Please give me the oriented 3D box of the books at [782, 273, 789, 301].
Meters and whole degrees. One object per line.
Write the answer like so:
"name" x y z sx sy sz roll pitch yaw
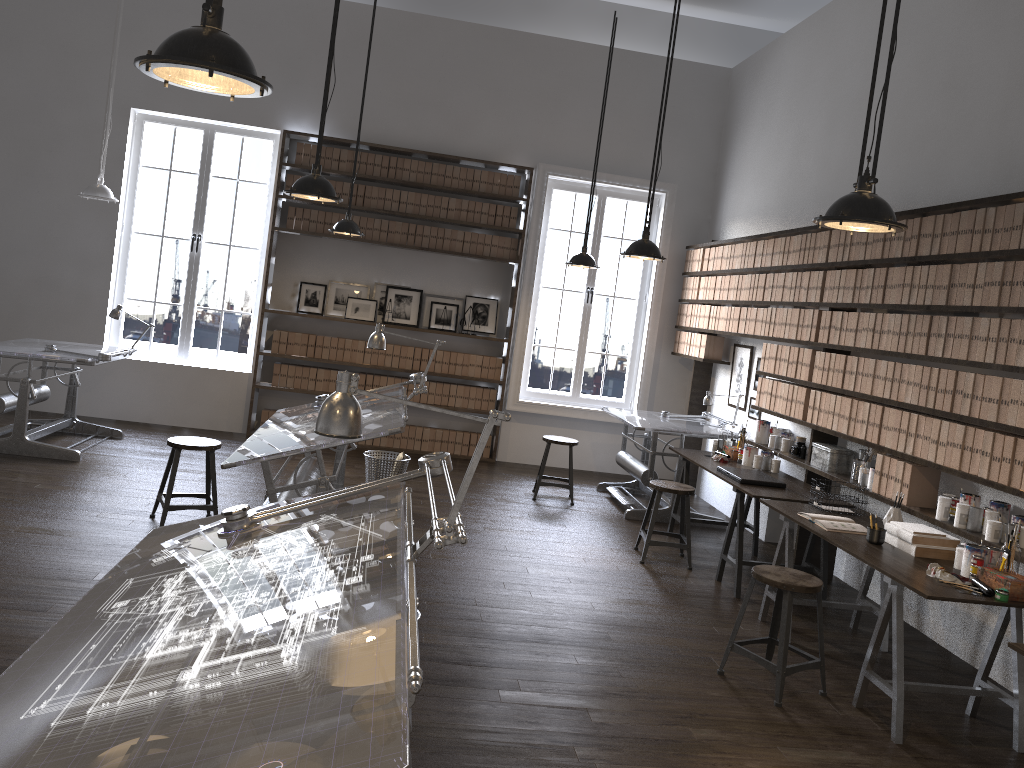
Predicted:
"books" 2.139 -0.714 6.658 0.174 0.225 0.067 7 2 -8

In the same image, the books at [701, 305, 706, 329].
"books" 1.891 -0.625 8.374 0.174 0.225 0.067 7 2 -7

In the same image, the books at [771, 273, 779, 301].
"books" 2.115 -0.735 6.861 0.174 0.225 0.067 7 2 -8

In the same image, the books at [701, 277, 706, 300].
"books" 1.908 -0.901 8.463 0.174 0.225 0.067 7 2 -7

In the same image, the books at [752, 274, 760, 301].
"books" 2.068 -0.773 7.225 0.174 0.225 0.067 7 2 -8

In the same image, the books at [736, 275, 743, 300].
"books" 2.026 -0.808 7.569 0.174 0.225 0.067 7 2 -7

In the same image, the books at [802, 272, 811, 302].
"books" 2.178 -0.679 6.315 0.174 0.225 0.067 7 2 -8

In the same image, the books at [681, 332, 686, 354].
"books" 1.793 -0.398 8.833 0.174 0.225 0.067 7 2 -7

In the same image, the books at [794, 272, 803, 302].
"books" 2.165 -0.693 6.454 0.174 0.225 0.067 7 2 -8

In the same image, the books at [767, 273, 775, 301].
"books" 2.102 -0.743 6.931 0.174 0.225 0.067 7 2 -7

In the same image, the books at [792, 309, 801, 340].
"books" 2.133 -0.422 6.405 0.174 0.225 0.067 7 2 -7

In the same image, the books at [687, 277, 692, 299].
"books" 1.863 -0.948 8.873 0.174 0.225 0.067 7 2 -8

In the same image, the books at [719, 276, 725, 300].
"books" 1.976 -0.850 7.976 0.174 0.225 0.067 7 2 -7

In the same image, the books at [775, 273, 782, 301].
"books" 2.124 -0.728 6.791 0.174 0.225 0.067 7 2 -8

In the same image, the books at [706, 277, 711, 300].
"books" 1.929 -0.887 8.329 0.174 0.225 0.067 7 2 -7

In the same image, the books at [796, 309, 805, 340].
"books" 2.147 -0.415 6.339 0.174 0.225 0.067 7 2 -8

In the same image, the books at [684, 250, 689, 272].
"books" 1.867 -1.245 9.076 0.174 0.225 0.067 7 2 -7

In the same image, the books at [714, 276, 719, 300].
"books" 1.958 -0.864 8.117 0.174 0.225 0.067 7 2 -8

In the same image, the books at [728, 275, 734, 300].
"books" 2.000 -0.829 7.773 0.174 0.225 0.067 7 2 -7

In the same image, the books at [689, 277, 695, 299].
"books" 1.867 -0.942 8.806 0.174 0.225 0.067 7 2 -7

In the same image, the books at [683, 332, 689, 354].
"books" 1.802 -0.391 8.761 0.174 0.225 0.067 7 2 -8

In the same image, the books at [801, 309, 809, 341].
"books" 2.156 -0.408 6.268 0.174 0.225 0.067 7 2 -8

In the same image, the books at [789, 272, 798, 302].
"books" 2.153 -0.701 6.523 0.174 0.225 0.067 7 2 -7

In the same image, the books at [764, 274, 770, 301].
"books" 2.098 -0.749 7.002 0.174 0.225 0.067 7 2 -7

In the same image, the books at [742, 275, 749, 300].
"books" 2.041 -0.794 7.431 0.174 0.225 0.067 7 2 -8

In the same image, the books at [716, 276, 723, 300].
"books" 1.963 -0.858 8.046 0.174 0.225 0.067 7 2 -8

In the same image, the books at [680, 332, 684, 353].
"books" 1.790 -0.404 8.896 0.174 0.225 0.067 7 2 -8

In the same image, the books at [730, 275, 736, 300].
"books" 2.006 -0.823 7.710 0.174 0.225 0.067 7 2 -7

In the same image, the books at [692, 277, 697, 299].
"books" 1.881 -0.935 8.740 0.174 0.225 0.067 7 2 -8

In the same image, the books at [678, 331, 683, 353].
"books" 1.784 -0.410 8.961 0.174 0.225 0.067 7 2 -7

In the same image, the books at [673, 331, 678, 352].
"books" 1.766 -0.426 9.109 0.174 0.225 0.067 7 2 -7

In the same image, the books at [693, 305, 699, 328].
"books" 1.859 -0.648 8.584 0.174 0.225 0.067 7 2 -8

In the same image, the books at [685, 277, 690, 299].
"books" 1.853 -0.955 8.935 0.174 0.225 0.067 7 2 -8

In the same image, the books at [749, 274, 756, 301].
"books" 2.056 -0.780 7.287 0.174 0.225 0.067 7 2 -7

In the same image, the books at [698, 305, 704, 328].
"books" 1.884 -0.632 8.444 0.174 0.225 0.067 7 2 -7

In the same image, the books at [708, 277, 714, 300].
"books" 1.940 -0.880 8.265 0.174 0.225 0.067 7 2 -8

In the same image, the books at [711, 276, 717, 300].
"books" 1.944 -0.873 8.191 0.174 0.225 0.067 7 2 -7

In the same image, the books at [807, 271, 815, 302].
"books" 2.190 -0.672 6.250 0.174 0.225 0.067 7 2 -7

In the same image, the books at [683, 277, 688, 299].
"books" 1.843 -0.963 9.006 0.174 0.225 0.067 7 2 -7

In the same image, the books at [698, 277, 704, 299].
"books" 1.903 -0.908 8.535 0.174 0.225 0.067 7 2 -7

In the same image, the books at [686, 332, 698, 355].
"books" 1.815 -0.383 8.690 0.174 0.225 0.067 7 2 -8

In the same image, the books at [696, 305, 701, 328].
"books" 1.872 -0.640 8.512 0.174 0.225 0.067 7 2 -8

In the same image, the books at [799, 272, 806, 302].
"books" 2.176 -0.686 6.385 0.174 0.225 0.067 7 2 -8

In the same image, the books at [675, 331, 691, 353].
"books" 1.769 -0.419 9.034 0.174 0.225 0.067 7 2 -8

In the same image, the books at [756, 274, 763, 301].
"books" 2.080 -0.764 7.150 0.174 0.225 0.067 7 2 -7

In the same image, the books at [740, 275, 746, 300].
"books" 2.036 -0.801 7.500 0.174 0.225 0.067 7 2 -7

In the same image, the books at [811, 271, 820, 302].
"books" 2.197 -0.666 6.187 0.174 0.225 0.067 7 2 -7

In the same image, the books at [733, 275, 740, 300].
"books" 2.013 -0.816 7.638 0.174 0.225 0.067 7 2 -8

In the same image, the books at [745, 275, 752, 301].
"books" 2.047 -0.787 7.358 0.174 0.225 0.067 7 2 -8

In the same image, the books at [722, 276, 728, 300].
"books" 1.984 -0.843 7.906 0.174 0.225 0.067 7 2 -7

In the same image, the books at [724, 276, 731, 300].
"books" 1.987 -0.836 7.838 0.174 0.225 0.067 7 2 -8

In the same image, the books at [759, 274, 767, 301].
"books" 2.083 -0.758 7.076 0.174 0.225 0.067 7 2 -8

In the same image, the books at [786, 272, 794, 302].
"books" 2.146 -0.708 6.595 0.174 0.225 0.067 7 2 -8

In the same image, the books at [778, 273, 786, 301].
"books" 2.126 -0.721 6.723 0.174 0.225 0.067 7 2 -7

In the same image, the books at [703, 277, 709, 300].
"books" 1.917 -0.894 8.391 0.174 0.225 0.067 7 2 -8

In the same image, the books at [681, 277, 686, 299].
"books" 1.838 -0.969 9.076 0.174 0.225 0.067 7 2 -8

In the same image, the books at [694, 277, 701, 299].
"books" 1.890 -0.927 8.669 0.174 0.225 0.067 7 2 -8
